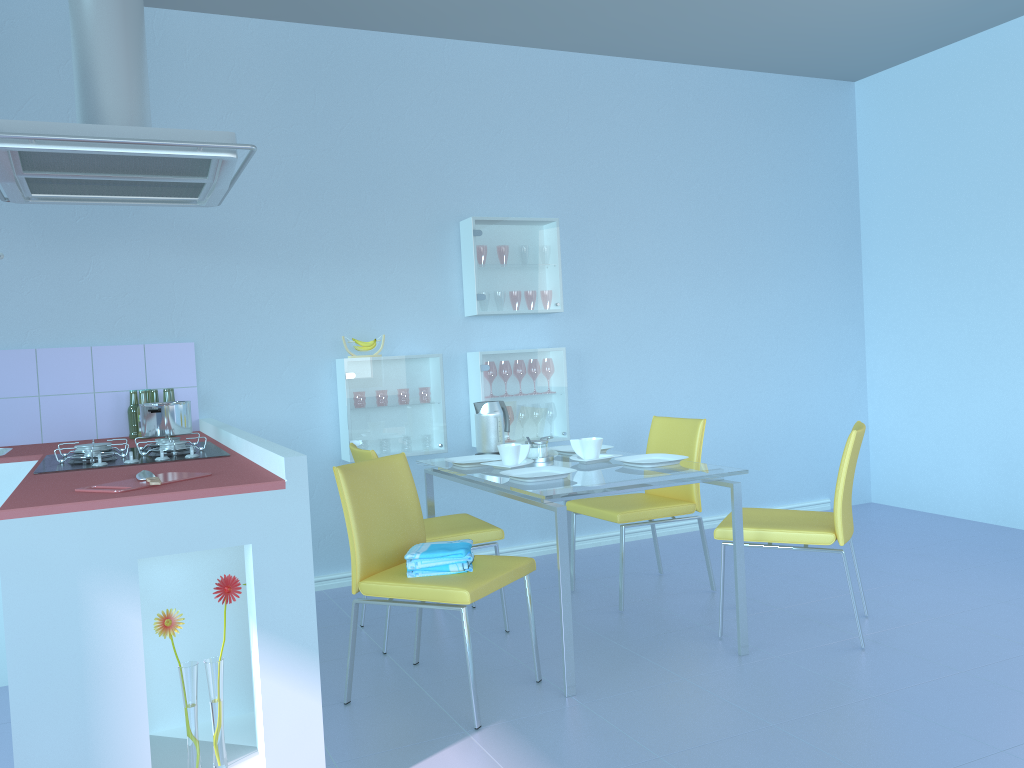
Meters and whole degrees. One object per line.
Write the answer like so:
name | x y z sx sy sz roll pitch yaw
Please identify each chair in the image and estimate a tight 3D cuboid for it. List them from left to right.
chair | -0.323 0.556 3.269 0.484 0.695 0.387 -4 2 -22
chair | -0.230 0.571 2.644 0.484 0.695 0.387 -2 2 29
chair | 0.526 0.499 3.629 0.484 0.695 0.387 -4 2 -27
chair | 0.979 0.493 3.073 0.484 0.695 0.387 -2 2 24

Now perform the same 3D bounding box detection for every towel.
towel | -0.218 0.496 2.643 0.195 0.033 0.190 -3 2 2
towel | -0.216 0.512 2.641 0.195 0.027 0.192 -3 2 -4
towel | -0.215 0.541 2.639 0.195 0.024 0.201 -3 2 -5
towel | -0.212 0.527 2.643 0.195 0.024 0.201 -3 2 0

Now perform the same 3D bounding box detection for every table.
table | 0.199 0.587 3.227 0.730 0.590 1.173 -4 2 -25

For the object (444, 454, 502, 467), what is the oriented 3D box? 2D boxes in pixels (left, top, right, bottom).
object | -0.136 0.294 3.376 0.228 0.020 0.228 -4 2 -23

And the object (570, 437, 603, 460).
object | 0.284 0.243 3.266 0.111 0.083 0.091 -2 2 37

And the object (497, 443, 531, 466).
object | 0.000 0.260 3.189 0.091 0.083 0.111 -5 3 -43

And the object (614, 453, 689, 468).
object | 0.488 0.269 3.106 0.228 0.020 0.228 -4 2 -28

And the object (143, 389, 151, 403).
object | -1.440 0.115 3.514 0.052 0.190 0.052 -2 2 30

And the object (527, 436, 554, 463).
object | 0.114 0.250 3.386 0.166 0.081 0.123 -4 2 -33

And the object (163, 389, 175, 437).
object | -1.339 0.113 3.455 0.052 0.187 0.052 -3 2 -6

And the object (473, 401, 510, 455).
object | -0.089 0.182 3.627 0.132 0.222 0.146 -2 2 18

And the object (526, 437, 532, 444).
object | 0.079 0.235 3.346 0.023 0.079 0.077 -2 2 30

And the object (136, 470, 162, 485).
object | -0.857 0.216 2.075 0.041 0.009 0.375 -4 2 -28

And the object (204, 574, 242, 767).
object | -0.625 0.626 1.923 0.090 0.427 0.054 -3 2 7

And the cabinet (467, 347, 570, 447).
cabinet | 0.037 0.061 4.249 0.450 0.450 0.173 -4 2 -25

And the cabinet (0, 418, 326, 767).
cabinet | -1.805 0.618 2.332 2.200 0.800 2.139 -4 2 -25

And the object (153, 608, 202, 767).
object | -0.712 0.662 1.899 0.085 0.365 0.050 -4 2 -27

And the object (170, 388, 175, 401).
object | -1.352 0.111 3.524 0.052 0.187 0.052 -3 2 -6

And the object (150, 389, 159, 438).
object | -1.396 0.115 3.472 0.052 0.187 0.052 -3 2 -6

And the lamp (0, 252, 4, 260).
lamp | -1.890 -0.439 3.242 0.037 0.134 0.400 -4 2 -25

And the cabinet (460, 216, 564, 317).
cabinet | 0.004 -0.558 4.229 0.450 0.450 0.173 -4 2 -25

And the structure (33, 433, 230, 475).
structure | -1.154 0.198 2.700 0.500 0.047 0.600 -4 2 -25

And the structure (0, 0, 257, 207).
structure | -1.213 -1.047 2.661 0.695 0.962 0.895 -4 2 -25

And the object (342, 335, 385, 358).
object | -0.656 -0.166 3.942 0.203 0.100 0.077 -4 2 -32

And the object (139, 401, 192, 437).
object | -1.125 0.113 2.885 0.157 0.106 0.170 -5 2 -42

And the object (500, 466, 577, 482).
object | 0.086 0.297 2.913 0.228 0.020 0.228 -4 2 -28

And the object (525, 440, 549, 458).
object | 0.096 0.251 3.374 0.090 0.071 0.087 -2 2 30

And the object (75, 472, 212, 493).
object | -0.835 0.223 2.023 0.151 0.006 0.269 -2 2 27

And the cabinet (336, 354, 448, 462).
cabinet | -0.536 0.100 3.987 0.450 0.450 0.173 -4 2 -25

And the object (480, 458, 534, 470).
object | 0.012 0.292 3.200 0.190 0.020 0.194 -4 2 -34

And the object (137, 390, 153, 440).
object | -1.414 0.117 3.409 0.052 0.190 0.052 -2 2 30

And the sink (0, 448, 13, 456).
sink | -1.933 0.336 3.090 0.326 0.172 0.428 -4 2 -24

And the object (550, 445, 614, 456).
object | 0.281 0.266 3.559 0.228 0.020 0.228 -4 2 -28

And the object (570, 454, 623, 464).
object | 0.277 0.276 3.255 0.190 0.020 0.194 -5 3 -43

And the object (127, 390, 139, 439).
object | -1.466 0.118 3.448 0.052 0.190 0.052 -2 2 30
